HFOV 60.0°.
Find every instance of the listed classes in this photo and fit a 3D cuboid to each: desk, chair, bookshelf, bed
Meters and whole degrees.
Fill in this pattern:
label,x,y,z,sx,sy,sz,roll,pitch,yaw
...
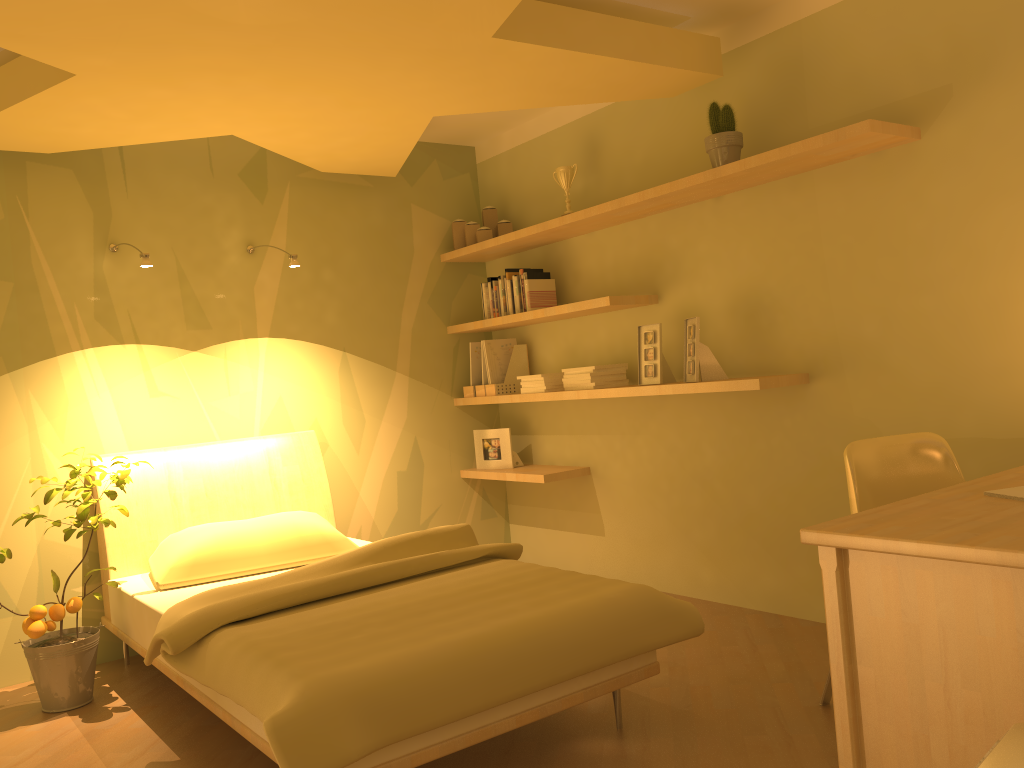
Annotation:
label,x,y,z,sx,sy,sz,roll,pitch,yaw
desk,1.345,0.568,1.860,1.396,0.720,0.684,-6,1,-36
chair,1.212,0.543,2.468,0.531,0.785,0.546,-5,0,-16
bookshelf,0.546,-0.172,3.956,0.300,1.240,2.605,-6,1,-36
bed,-0.672,0.657,3.122,1.286,0.894,2.378,-6,1,-36

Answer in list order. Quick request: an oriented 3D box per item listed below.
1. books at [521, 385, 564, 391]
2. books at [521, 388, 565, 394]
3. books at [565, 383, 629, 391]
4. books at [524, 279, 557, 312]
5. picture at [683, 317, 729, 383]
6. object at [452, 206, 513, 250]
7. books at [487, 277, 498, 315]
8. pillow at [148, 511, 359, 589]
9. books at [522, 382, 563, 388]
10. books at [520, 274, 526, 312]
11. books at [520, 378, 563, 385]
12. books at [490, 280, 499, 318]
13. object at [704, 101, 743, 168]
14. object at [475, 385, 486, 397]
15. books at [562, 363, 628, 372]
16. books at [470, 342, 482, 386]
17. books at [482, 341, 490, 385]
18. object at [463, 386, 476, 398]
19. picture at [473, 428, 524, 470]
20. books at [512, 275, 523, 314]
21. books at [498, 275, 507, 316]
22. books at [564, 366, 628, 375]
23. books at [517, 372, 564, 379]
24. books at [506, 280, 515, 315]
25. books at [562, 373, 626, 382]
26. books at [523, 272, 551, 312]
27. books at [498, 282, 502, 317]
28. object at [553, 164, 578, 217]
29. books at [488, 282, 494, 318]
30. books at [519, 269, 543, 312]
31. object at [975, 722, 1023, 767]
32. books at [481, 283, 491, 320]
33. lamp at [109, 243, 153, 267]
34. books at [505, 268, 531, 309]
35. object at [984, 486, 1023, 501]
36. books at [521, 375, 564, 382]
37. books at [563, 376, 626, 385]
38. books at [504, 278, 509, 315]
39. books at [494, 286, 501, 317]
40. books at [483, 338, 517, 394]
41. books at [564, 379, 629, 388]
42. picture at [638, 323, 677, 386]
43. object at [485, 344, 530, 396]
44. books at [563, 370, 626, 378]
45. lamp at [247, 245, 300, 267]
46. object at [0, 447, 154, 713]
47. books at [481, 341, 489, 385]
label,x,y,z,sx,sy,sz,roll,pitch,yaw
books,0.207,0.013,4.447,0.270,0.015,0.190,-6,1,-40
books,0.208,0.028,4.447,0.270,0.015,0.190,-6,1,-37
books,0.396,0.013,4.183,0.190,0.015,0.270,-5,0,-26
books,0.143,-0.442,4.446,0.178,0.163,0.032,-6,1,-36
picture,0.796,-0.144,3.637,0.171,0.264,0.134,-5,0,-10
object,-0.166,-0.851,4.819,0.234,0.229,0.349,-6,1,-35
books,-0.063,-0.458,4.758,0.138,0.229,0.032,-6,1,-36
pillow,-1.075,0.674,3.690,0.801,0.213,0.482,-5,0,-26
books,0.213,-0.002,4.442,0.270,0.015,0.190,-6,1,-35
books,0.115,-0.457,4.499,0.157,0.198,0.022,-6,1,-36
books,0.206,-0.017,4.439,0.270,0.015,0.190,-6,1,-37
books,-0.038,-0.447,4.709,0.157,0.203,0.032,-6,1,-36
object,0.818,-0.965,3.432,0.145,0.294,0.145,-5,1,35
object,-0.084,-0.070,4.820,0.236,0.259,0.087,-6,1,-36
books,0.388,-0.077,4.182,0.190,0.015,0.270,-5,0,-31
books,-0.147,-0.085,4.903,0.214,0.297,0.048,-6,1,-42
books,-0.050,-0.093,4.763,0.210,0.296,0.036,-6,1,-36
object,-0.159,-0.064,4.921,0.236,0.259,0.087,-6,1,-42
picture,-0.082,0.351,4.855,0.247,0.219,0.131,-5,0,31
books,0.078,-0.456,4.550,0.157,0.203,0.040,-6,1,-36
books,0.010,-0.457,4.636,0.166,0.217,0.038,-6,1,-36
books,0.395,-0.062,4.195,0.190,0.015,0.270,-5,0,-26
books,0.188,-0.045,4.449,0.270,0.015,0.190,-6,1,-39
books,0.051,-0.444,4.574,0.173,0.184,0.032,-6,1,-36
books,0.384,-0.031,4.182,0.190,0.015,0.270,-5,0,-26
books,0.131,-0.461,4.478,0.157,0.203,0.032,-6,1,-36
books,-0.002,-0.445,4.670,0.146,0.193,0.032,-6,1,-36
object,0.266,-0.906,4.262,0.160,0.268,0.095,-5,0,24
books,-0.054,-0.443,4.731,0.157,0.198,0.022,-6,1,-36
books,0.105,-0.472,4.526,0.138,0.229,0.032,-6,1,-36
object,0.721,0.722,1.173,0.248,0.535,0.255,-5,0,-2
books,-0.091,-0.443,4.782,0.157,0.203,0.040,-6,1,-36
lamp,-1.596,-0.543,3.701,0.050,0.178,0.533,-6,1,-36
books,0.039,-0.475,4.600,0.157,0.247,0.021,-6,1,-36
object,1.139,0.221,1.767,0.210,0.010,0.300,-5,0,-11
books,0.211,-0.032,4.444,0.270,0.015,0.190,-6,1,-34
books,0.387,-0.016,4.176,0.190,0.015,0.270,-5,0,-24
books,0.031,-0.452,4.617,0.155,0.203,0.017,-6,1,-36
books,-0.021,-0.433,4.688,0.157,0.172,0.021,-6,1,-36
books,-0.042,-0.094,4.759,0.210,0.296,0.043,-6,1,-36
books,0.395,-0.002,4.183,0.190,0.015,0.270,-5,0,-29
picture,0.652,-0.133,3.906,0.171,0.264,0.134,-6,1,-37
object,-0.028,-0.074,4.742,0.236,0.259,0.087,-6,1,-36
books,0.387,-0.046,4.175,0.190,0.015,0.270,-5,0,-23
lamp,-1.099,-0.591,4.066,0.050,0.178,0.533,-6,1,-36
object,-1.746,0.728,3.233,0.828,0.944,0.372,-6,1,-43
books,-0.074,-0.091,4.800,0.214,0.297,0.048,-6,1,-36
